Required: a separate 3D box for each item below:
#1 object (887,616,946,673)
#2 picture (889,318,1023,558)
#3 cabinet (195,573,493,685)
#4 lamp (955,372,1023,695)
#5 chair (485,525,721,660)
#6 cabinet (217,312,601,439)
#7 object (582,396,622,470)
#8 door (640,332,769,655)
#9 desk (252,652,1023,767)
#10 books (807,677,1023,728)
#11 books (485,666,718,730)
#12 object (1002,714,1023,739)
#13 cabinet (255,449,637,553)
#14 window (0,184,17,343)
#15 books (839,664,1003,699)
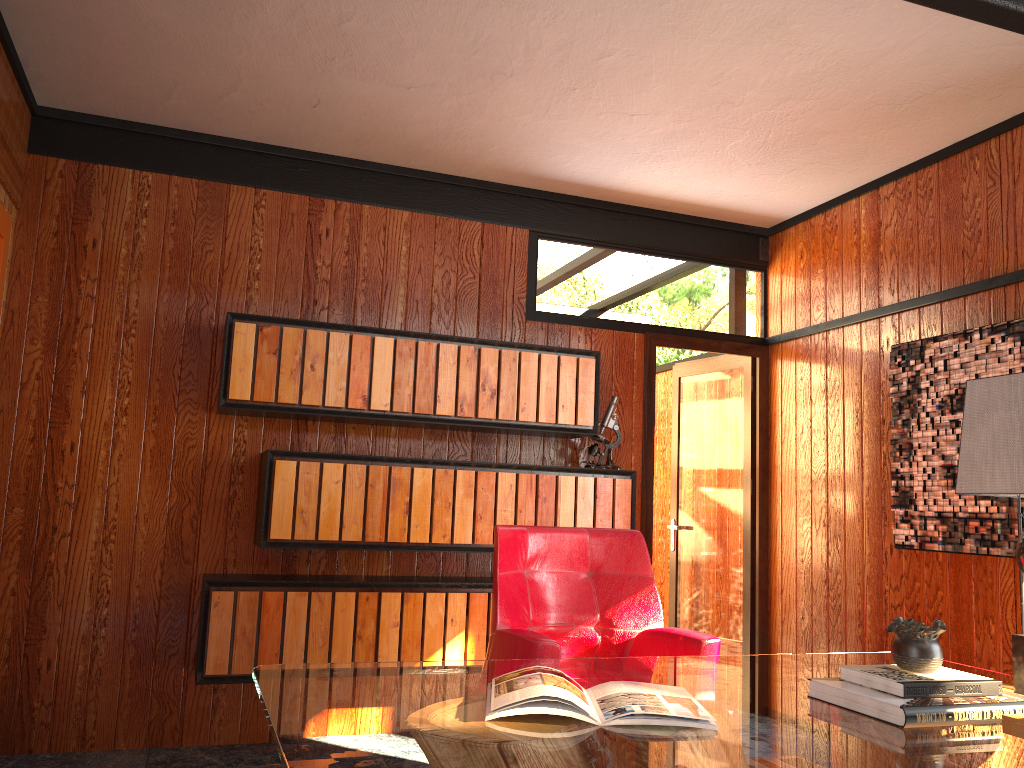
[{"bbox_3d":[0.872,0.562,1.913,0.121,0.114,0.118,6,-9,-25],"label":"object"},{"bbox_3d":[1.793,0.212,3.380,0.061,0.873,0.916,5,-8,-19],"label":"picture"},{"bbox_3d":[-0.465,1.033,3.792,1.653,0.390,0.321,5,-8,-19],"label":"cabinet"},{"bbox_3d":[1.257,0.349,2.012,0.316,0.732,0.316,5,-8,-19],"label":"lamp"},{"bbox_3d":[0.233,0.944,2.812,0.621,0.956,0.839,5,-8,-19],"label":"chair"},{"bbox_3d":[-0.422,-0.012,3.935,1.653,0.390,0.321,5,-8,-19],"label":"cabinet"},{"bbox_3d":[0.428,0.226,4.172,0.181,0.354,0.142,0,-8,17],"label":"object"},{"bbox_3d":[0.869,0.775,4.863,0.751,1.955,0.734,5,-8,-19],"label":"door"},{"bbox_3d":[0.474,0.973,1.777,1.900,0.632,1.150,5,-8,-19],"label":"desk"},{"bbox_3d":[0.865,0.662,1.865,0.366,0.040,0.286,5,-8,-19],"label":"books"},{"bbox_3d":[0.161,0.613,1.752,0.422,0.049,0.300,2,-8,0],"label":"books"},{"bbox_3d":[1.059,0.636,1.652,0.238,0.049,0.135,5,-8,-19],"label":"object"},{"bbox_3d":[-0.257,0.540,3.928,1.653,0.390,0.321,5,-8,-19],"label":"cabinet"},{"bbox_3d":[-1.778,0.253,2.601,0.070,2.164,1.837,5,-8,-19],"label":"window"},{"bbox_3d":[0.864,0.630,1.887,0.249,0.029,0.198,5,-8,-17],"label":"books"}]
